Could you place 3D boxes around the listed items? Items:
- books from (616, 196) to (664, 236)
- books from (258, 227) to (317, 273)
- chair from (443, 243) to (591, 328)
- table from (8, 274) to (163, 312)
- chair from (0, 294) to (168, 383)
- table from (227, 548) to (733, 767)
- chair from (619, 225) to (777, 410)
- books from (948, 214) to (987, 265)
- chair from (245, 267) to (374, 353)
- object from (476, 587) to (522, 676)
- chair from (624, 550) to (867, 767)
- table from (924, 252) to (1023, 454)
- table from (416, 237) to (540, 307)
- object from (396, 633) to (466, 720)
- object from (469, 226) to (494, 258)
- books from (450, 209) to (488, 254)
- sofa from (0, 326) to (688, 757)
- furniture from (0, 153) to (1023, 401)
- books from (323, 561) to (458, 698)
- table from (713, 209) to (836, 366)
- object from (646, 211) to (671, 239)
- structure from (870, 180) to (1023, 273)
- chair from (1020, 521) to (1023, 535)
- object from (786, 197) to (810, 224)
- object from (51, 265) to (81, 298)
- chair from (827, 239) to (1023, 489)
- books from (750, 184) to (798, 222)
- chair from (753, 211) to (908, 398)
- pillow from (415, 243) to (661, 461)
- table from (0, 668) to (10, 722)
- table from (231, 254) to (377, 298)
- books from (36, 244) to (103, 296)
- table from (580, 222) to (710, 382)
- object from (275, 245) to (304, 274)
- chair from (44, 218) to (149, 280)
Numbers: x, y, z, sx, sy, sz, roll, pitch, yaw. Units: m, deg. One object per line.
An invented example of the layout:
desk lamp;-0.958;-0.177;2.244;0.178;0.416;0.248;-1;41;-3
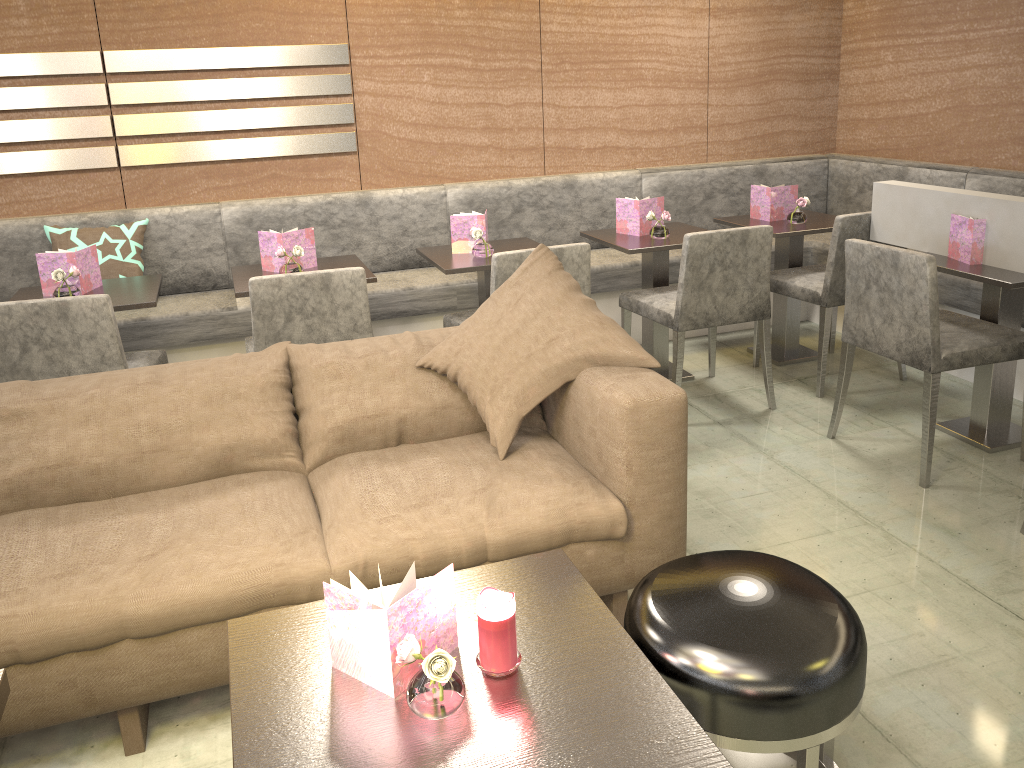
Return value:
books;0.571;-0.751;3.940;0.159;0.161;0.144;-15;21;-36
books;-0.882;-0.529;3.481;0.144;0.161;0.160;10;21;35
chair;0.036;-0.187;3.425;0.479;0.747;0.500;-9;18;-21
table;-1.532;-0.015;3.282;0.507;0.641;0.515;-8;18;-17
chair;-1.441;0.034;2.970;0.477;0.747;0.502;-6;17;-11
table;-0.095;0.677;1.461;0.659;0.404;0.670;-8;19;-17
chair;0.761;-0.291;3.634;0.478;0.747;0.501;-8;17;-18
books;1.655;-0.511;3.111;0.157;0.161;0.146;-3;17;-3
chair;-0.715;-0.075;3.193;0.478;0.747;0.501;-7;17;-15
object;-0.024;0.401;1.440;0.076;0.126;0.077;8;20;33
chair;0.420;0.576;1.632;0.426;0.442;0.428;-15;21;-35
table;1.745;-0.122;3.177;0.507;0.641;0.515;-8;18;-17
table;-0.081;-0.237;3.741;0.507;0.641;0.515;-8;18;-17
object;-0.119;0.437;1.350;0.107;0.126;0.097;8;19;30
object;-0.120;-0.574;3.559;0.096;0.123;0.107;-8;18;-17
books;-0.177;-0.637;3.704;0.143;0.161;0.161;-2;17;2
sofa;-0.716;0.833;0.698;3.188;0.662;3.837;-8;20;-17
furniture;-0.075;0.092;2.488;5.663;0.836;4.336;-9;20;-17
books;-0.198;0.387;1.469;0.144;0.161;0.160;10;21;35
table;1.302;-0.449;4.179;0.507;0.641;0.515;-8;18;-17
object;0.629;-0.686;3.789;0.106;0.123;0.095;2;17;13
structure;1.886;-0.323;2.418;0.095;0.227;2.535;-7;20;-17
chair;1.723;0.134;2.283;0.492;0.747;0.487;-4;16;-6
object;1.295;-0.789;4.004;0.098;0.123;0.101;12;22;40
object;-1.569;-0.354;3.104;0.092;0.123;0.112;2;17;14
chair;1.457;-0.125;3.066;0.494;0.747;0.485;-8;17;-19
books;1.231;-0.855;4.158;0.158;0.161;0.145;-10;18;-22
chair;1.405;-0.406;3.885;0.479;0.747;0.500;-9;17;-20
pillow;0.052;-0.100;2.333;0.621;0.502;0.305;-4;16;-4
table;-1.058;0.824;1.157;0.659;0.404;0.670;-8;19;-17
table;-0.806;-0.126;3.511;0.507;0.641;0.515;-8;18;-17
books;-1.622;-0.416;3.246;0.143;0.161;0.161;-2;17;2
table;0.644;-0.348;3.970;0.507;0.641;0.515;-8;18;-17
object;-0.833;-0.464;3.330;0.102;0.123;0.096;9;20;34
chair;-1.773;-0.499;3.817;0.428;0.387;0.223;-8;17;-17
